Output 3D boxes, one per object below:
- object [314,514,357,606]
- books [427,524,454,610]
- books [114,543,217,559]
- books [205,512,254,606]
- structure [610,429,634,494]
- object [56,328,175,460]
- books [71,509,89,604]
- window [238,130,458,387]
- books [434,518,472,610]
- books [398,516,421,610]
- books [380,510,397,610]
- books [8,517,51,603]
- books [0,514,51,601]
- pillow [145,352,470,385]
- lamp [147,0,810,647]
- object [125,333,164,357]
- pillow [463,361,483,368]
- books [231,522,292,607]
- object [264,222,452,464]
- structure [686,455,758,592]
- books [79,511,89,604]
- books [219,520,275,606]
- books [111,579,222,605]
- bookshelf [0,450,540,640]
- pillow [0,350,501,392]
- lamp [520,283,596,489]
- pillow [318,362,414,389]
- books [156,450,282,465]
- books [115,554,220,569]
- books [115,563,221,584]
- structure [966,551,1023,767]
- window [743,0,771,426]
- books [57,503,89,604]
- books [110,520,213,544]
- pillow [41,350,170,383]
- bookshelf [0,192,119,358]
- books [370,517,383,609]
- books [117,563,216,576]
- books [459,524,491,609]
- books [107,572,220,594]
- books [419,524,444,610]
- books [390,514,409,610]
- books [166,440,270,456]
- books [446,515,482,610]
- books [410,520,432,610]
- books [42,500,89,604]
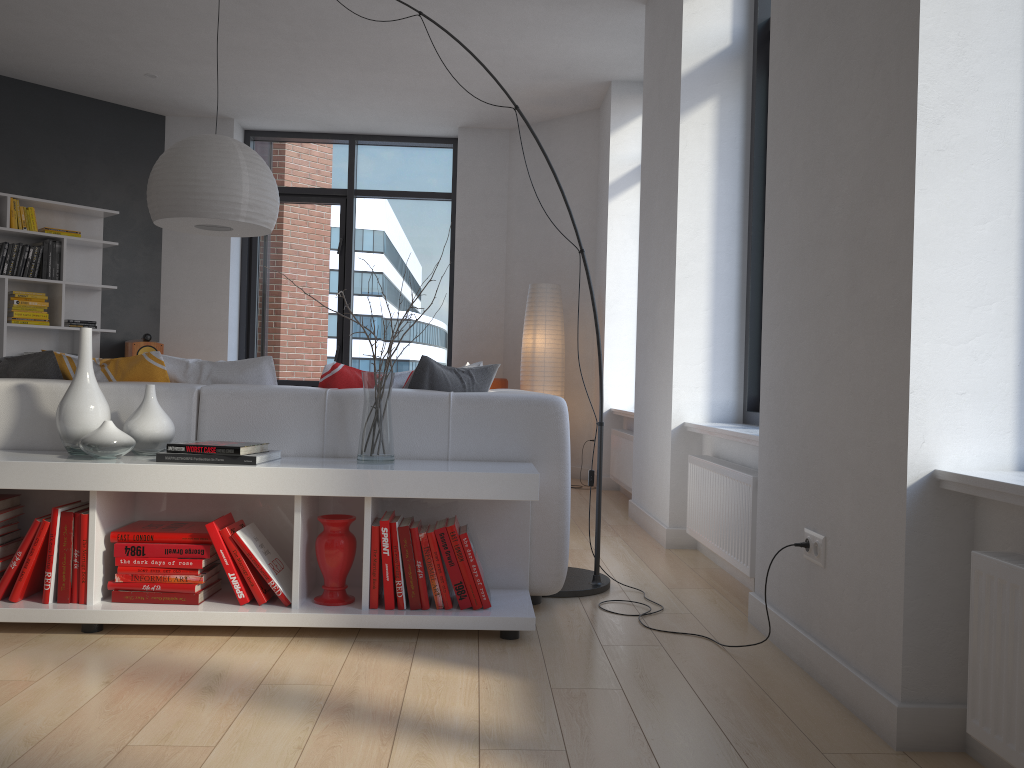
[{"bbox_3d":[-0.539,0.535,2.713,0.125,0.258,0.125,2,0,-25],"label":"object"},{"bbox_3d":[-0.219,0.557,2.729,0.083,0.233,0.178,2,0,-2],"label":"books"},{"bbox_3d":[-1.044,0.496,2.734,0.279,0.039,0.206,2,0,-3],"label":"books"},{"bbox_3d":[-0.848,0.532,2.718,0.134,0.248,0.192,2,0,-2],"label":"books"},{"bbox_3d":[0.776,0.549,5.821,0.110,0.460,1.015,2,0,-2],"label":"structure"},{"bbox_3d":[-1.255,0.026,2.771,0.316,0.398,0.319,2,0,22],"label":"object"},{"bbox_3d":[-1.282,0.513,2.694,0.028,0.266,0.188,2,0,-2],"label":"books"},{"bbox_3d":[-1.496,-1.085,8.186,1.960,2.402,0.170,2,0,-2],"label":"window"},{"bbox_3d":[-0.180,0.550,2.738,0.119,0.249,0.187,2,0,-2],"label":"books"},{"bbox_3d":[-0.307,0.546,2.727,0.076,0.252,0.199,2,0,-2],"label":"books"},{"bbox_3d":[-0.374,0.535,2.718,0.050,0.268,0.198,2,0,-2],"label":"books"},{"bbox_3d":[-1.414,0.517,2.682,0.115,0.245,0.192,2,0,-2],"label":"books"},{"bbox_3d":[-1.455,0.515,2.687,0.144,0.247,0.188,2,0,-2],"label":"books"},{"bbox_3d":[-0.723,0.100,4.195,0.580,0.456,2.156,2,0,24],"label":"pillow"},{"bbox_3d":[-0.315,-0.574,3.555,3.199,2.647,0.710,2,0,34],"label":"lamp"},{"bbox_3d":[-3.070,0.129,7.355,0.290,1.088,0.434,2,0,-32],"label":"object"},{"bbox_3d":[-1.525,0.077,3.700,2.953,0.453,0.647,2,0,-15],"label":"pillow"},{"bbox_3d":[-0.745,0.549,2.716,0.186,0.223,0.188,2,0,-2],"label":"books"},{"bbox_3d":[-0.391,-0.124,2.727,0.406,0.744,0.607,2,0,38],"label":"object"},{"bbox_3d":[0.868,0.552,3.519,0.110,0.460,1.015,2,0,-2],"label":"structure"},{"bbox_3d":[-1.254,0.511,2.680,0.028,0.269,0.181,2,0,-3],"label":"books"},{"bbox_3d":[-0.800,0.542,2.714,0.148,0.232,0.171,2,0,-1],"label":"books"},{"bbox_3d":[-1.053,0.633,2.723,0.259,0.034,0.206,2,0,1],"label":"books"},{"bbox_3d":[-1.232,0.475,2.714,2.600,0.500,0.356,2,0,-2],"label":"bookshelf"},{"bbox_3d":[-1.090,0.093,3.393,2.120,0.436,0.608,2,0,-7],"label":"pillow"},{"bbox_3d":[0.337,-0.008,6.819,0.502,1.550,0.804,2,0,-42],"label":"lamp"},{"bbox_3d":[-1.416,0.110,3.372,2.250,0.449,0.575,2,0,-5],"label":"pillow"},{"bbox_3d":[-0.894,0.221,2.730,0.300,0.026,0.245,2,0,3],"label":"books"},{"bbox_3d":[-1.042,0.529,2.718,0.261,0.027,0.191,2,0,2],"label":"books"},{"bbox_3d":[-1.051,0.578,2.721,0.257,0.025,0.182,2,0,-2],"label":"books"},{"bbox_3d":[0.959,0.555,1.222,0.110,0.460,1.015,2,0,-2],"label":"structure"},{"bbox_3d":[1.239,-1.009,3.565,0.170,2.402,1.310,2,0,-2],"label":"window"},{"bbox_3d":[-1.313,0.509,2.702,0.038,0.270,0.215,2,0,-2],"label":"books"},{"bbox_3d":[-1.050,0.461,2.758,0.301,0.032,0.227,2,0,-2],"label":"books"},{"bbox_3d":[-0.911,0.113,3.937,0.630,0.440,2.095,2,0,45],"label":"pillow"},{"bbox_3d":[-4.248,-0.385,6.054,0.455,2.052,3.000,2,0,43],"label":"bookshelf"},{"bbox_3d":[-0.410,0.542,2.709,0.026,0.250,0.168,2,0,-3],"label":"books"},{"bbox_3d":[-1.052,0.555,2.713,0.236,0.023,0.178,2,0,-2],"label":"books"},{"bbox_3d":[-0.113,0.561,2.746,0.103,0.230,0.173,2,0,-2],"label":"books"},{"bbox_3d":[-1.061,0.603,2.714,0.266,0.026,0.187,2,0,3],"label":"books"},{"bbox_3d":[-0.243,0.557,2.724,0.081,0.230,0.165,2,0,-2],"label":"books"},{"bbox_3d":[-0.342,0.540,2.717,0.056,0.262,0.185,2,0,-2],"label":"books"},{"bbox_3d":[-0.893,0.195,2.705,0.238,0.027,0.188,2,0,11],"label":"books"},{"bbox_3d":[-0.147,0.548,2.742,0.116,0.255,0.198,2,0,-2],"label":"books"},{"bbox_3d":[-0.278,0.550,2.717,0.066,0.247,0.175,2,0,-2],"label":"books"},{"bbox_3d":[-1.350,0.503,2.684,0.046,0.282,0.199,2,0,-2],"label":"books"}]
